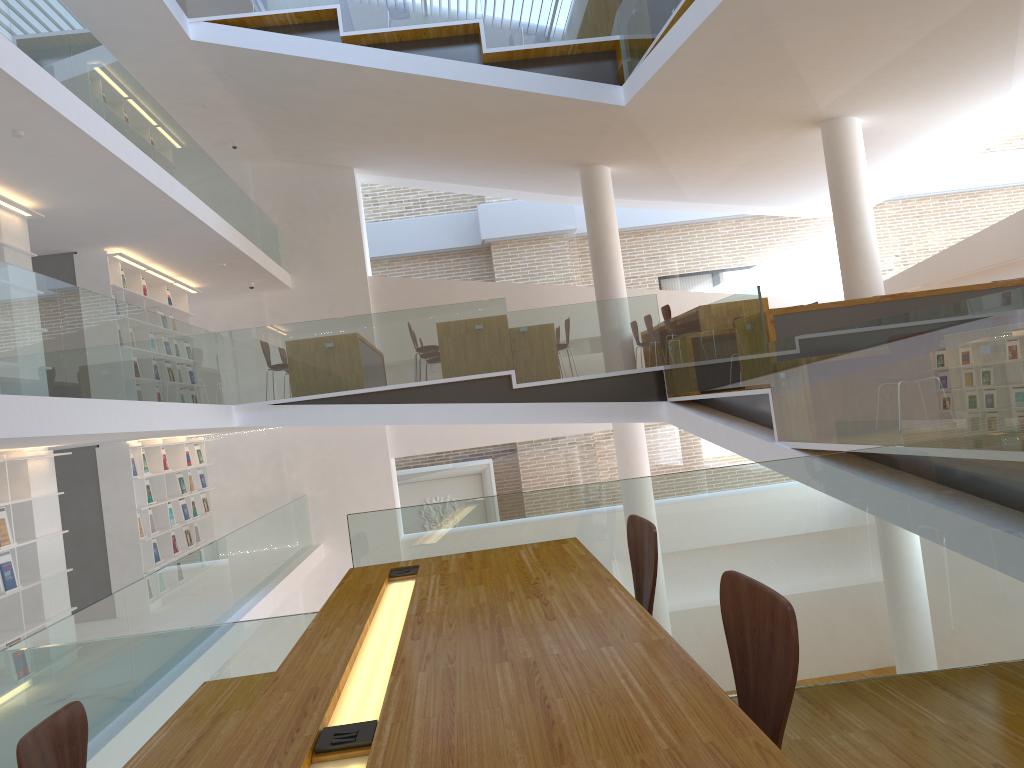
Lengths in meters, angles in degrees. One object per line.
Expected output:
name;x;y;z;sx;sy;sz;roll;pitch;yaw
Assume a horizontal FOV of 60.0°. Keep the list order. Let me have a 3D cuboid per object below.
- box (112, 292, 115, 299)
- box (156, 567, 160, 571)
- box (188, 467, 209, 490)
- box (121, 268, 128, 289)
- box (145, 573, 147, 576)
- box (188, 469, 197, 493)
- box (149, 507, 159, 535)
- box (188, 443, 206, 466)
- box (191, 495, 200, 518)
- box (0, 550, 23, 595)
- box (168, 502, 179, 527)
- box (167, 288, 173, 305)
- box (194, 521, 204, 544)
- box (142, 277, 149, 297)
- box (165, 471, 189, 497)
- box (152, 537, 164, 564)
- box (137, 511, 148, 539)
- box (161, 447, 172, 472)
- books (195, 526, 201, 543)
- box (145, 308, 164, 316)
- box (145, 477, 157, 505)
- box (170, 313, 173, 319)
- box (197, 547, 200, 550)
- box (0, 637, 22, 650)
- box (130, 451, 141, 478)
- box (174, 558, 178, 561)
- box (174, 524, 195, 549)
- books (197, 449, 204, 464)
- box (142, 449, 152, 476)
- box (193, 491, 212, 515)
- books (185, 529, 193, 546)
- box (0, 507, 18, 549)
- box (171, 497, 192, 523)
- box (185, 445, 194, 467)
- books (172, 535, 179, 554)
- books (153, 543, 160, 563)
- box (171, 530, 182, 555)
box;-4.406;-0.845;9.564;0.274;0.296;0.245;-7;-2;-4
box;-4.045;2.192;9.909;0.274;0.296;0.245;-7;-2;-4
box;-4.293;1.287;12.006;0.274;0.296;0.245;-7;-2;-4
box;-4.470;-1.157;9.953;0.274;0.296;0.245;-7;-2;-4
box;-4.019;2.178;9.483;0.274;0.296;0.245;-7;-2;-4
box;-4.262;1.269;11.482;0.274;0.296;0.245;-7;-2;-4
box;-4.125;1.538;9.878;0.274;0.296;0.245;-7;-2;-4
box;-4.335;0.962;12.015;0.274;0.296;0.245;-7;-2;-4
box;-4.220;1.595;11.463;0.274;0.296;0.245;-7;-2;-4
box;-3.869;1.413;6.616;0.274;0.296;0.245;-7;-2;-4
box;-4.167;1.563;10.575;0.274;0.296;0.245;-7;-2;-4
box;-4.565;-1.099;11.549;0.274;0.296;0.245;-7;-2;-4
box;-4.179;1.921;11.473;0.274;0.296;0.245;-7;-2;-4
box;-4.508;-1.134;10.629;0.274;0.296;0.245;-7;-2;-4
box;-4.240;1.257;11.121;0.274;0.296;0.245;-7;-2;-4
box;-4.086;1.865;9.908;0.274;0.296;0.245;-7;-2;-4
box;-4.103;1.524;9.503;0.274;0.296;0.245;-7;-2;-4
box;-4.247;0.909;10.572;0.274;0.296;0.245;-7;-2;-4
books;-4.068;1.944;11.446;0.037;0.210;0.145;-7;-2;-4
box;-4.502;-0.787;11.179;0.274;0.296;0.245;-7;-2;-4
box;-4.169;1.208;9.910;0.274;0.296;0.245;-7;-2;-4
box;-4.524;-0.774;11.540;0.274;0.296;0.245;-7;-2;-4
box;-4.137;2.247;11.454;0.274;0.296;0.245;-7;-2;-4
box;-3.787;2.066;6.622;0.274;0.296;0.245;-7;-2;-4
box;-4.186;0.876;9.523;0.274;0.296;0.245;-7;-2;-4
box;-4.082;2.215;10.542;0.274;0.296;0.245;-7;-2;-4
box;-4.158;1.908;11.116;0.274;0.296;0.245;-7;-2;-4
books;-4.228;0.991;12.024;0.037;0.210;0.145;-7;-2;-4
box;-4.209;0.887;9.895;0.274;0.296;0.245;-7;-2;-4
box;-4.252;1.614;12.010;0.274;0.296;0.245;-7;-2;-4
books;-4.048;1.932;11.115;0.037;0.210;0.145;-7;-2;-4
box;-3.910;1.088;6.624;0.274;0.296;0.245;-7;-2;-4
box;-4.199;1.582;11.112;0.274;0.296;0.245;-7;-2;-4
box;-4.304;0.944;11.491;0.274;0.296;0.245;-7;-2;-4
books;-4.018;1.909;10.554;0.037;0.210;0.145;-7;-2;-4
books;-3.976;1.881;9.894;0.037;0.210;0.145;-7;-2;-4
box;-4.124;1.888;10.552;0.274;0.296;0.245;-7;-2;-4
